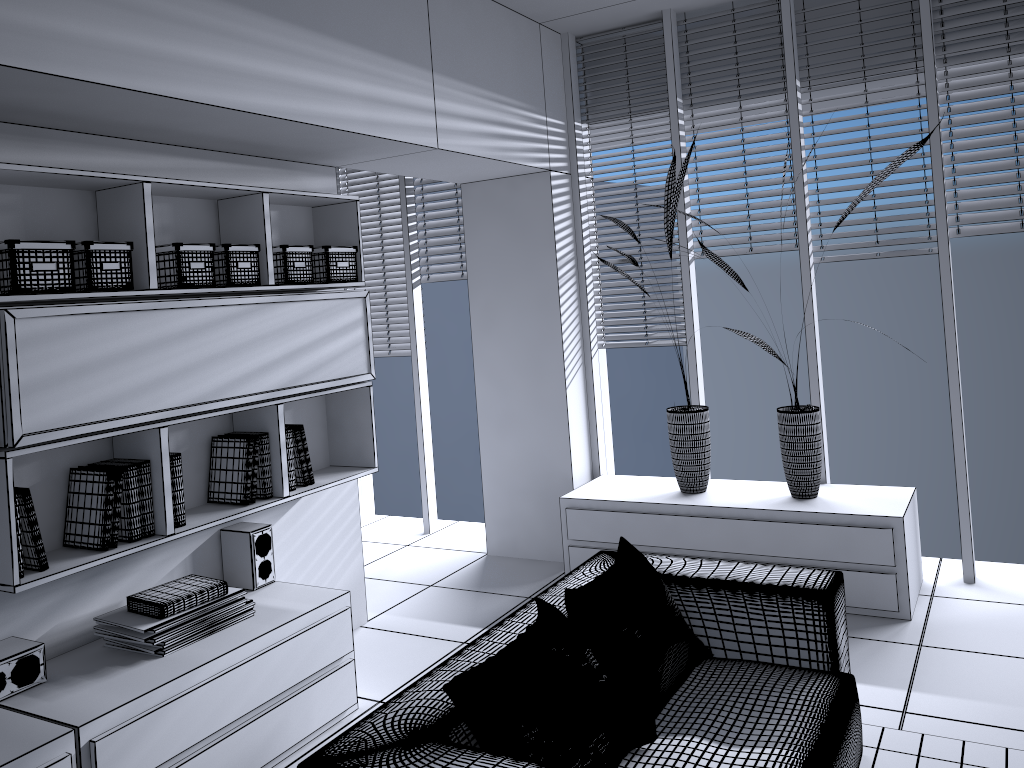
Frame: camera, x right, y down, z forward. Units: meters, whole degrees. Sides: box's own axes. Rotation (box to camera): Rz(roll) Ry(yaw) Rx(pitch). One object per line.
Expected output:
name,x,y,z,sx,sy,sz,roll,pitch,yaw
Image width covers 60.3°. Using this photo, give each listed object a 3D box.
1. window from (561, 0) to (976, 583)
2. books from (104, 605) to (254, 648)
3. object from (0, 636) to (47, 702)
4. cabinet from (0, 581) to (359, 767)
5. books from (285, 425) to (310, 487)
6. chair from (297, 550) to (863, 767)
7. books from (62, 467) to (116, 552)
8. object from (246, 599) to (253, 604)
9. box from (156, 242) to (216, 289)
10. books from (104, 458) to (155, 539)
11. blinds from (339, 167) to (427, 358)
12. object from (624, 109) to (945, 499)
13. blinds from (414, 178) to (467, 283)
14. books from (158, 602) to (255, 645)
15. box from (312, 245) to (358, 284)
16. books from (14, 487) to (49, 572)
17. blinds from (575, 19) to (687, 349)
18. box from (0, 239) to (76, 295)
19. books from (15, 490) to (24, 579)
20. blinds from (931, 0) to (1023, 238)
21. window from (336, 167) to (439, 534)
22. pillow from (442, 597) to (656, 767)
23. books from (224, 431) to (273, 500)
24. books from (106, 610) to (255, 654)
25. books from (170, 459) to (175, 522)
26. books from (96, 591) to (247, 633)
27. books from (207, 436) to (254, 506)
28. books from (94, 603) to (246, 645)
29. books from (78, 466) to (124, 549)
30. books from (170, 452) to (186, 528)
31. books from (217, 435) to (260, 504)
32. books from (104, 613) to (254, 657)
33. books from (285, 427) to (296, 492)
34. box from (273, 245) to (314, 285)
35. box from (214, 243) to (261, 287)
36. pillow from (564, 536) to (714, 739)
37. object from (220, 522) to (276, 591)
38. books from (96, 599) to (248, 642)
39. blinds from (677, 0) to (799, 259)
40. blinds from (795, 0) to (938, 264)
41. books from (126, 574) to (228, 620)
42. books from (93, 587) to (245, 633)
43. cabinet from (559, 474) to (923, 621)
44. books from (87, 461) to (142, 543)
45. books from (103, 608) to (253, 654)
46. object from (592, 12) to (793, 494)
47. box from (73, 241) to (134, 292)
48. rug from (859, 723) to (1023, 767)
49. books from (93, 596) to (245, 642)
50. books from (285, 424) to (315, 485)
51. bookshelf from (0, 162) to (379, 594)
window,2.804,-0.586,3.885,5.489,3.123,0.100,-2,1,30
books,-1.149,0.826,3.080,0.285,0.008,0.418,-1,7,31
object,-1.585,0.878,2.610,0.176,0.119,0.331,-2,5,30
cabinet,-1.391,1.160,2.515,0.572,0.448,2.285,-2,6,30
books,-0.959,0.302,3.709,0.207,0.260,0.075,-3,0,30
chair,0.360,0.988,2.398,0.957,0.551,1.660,-2,6,30
books,-1.398,0.411,2.916,0.207,0.260,0.075,-3,0,30
object,-1.162,0.809,3.074,0.285,0.008,0.418,-1,7,31
box,-1.251,-0.427,3.246,0.280,0.162,0.180,-2,4,30
books,-1.326,0.393,3.049,0.207,0.258,0.050,-3,0,30
blinds,-0.925,-1.136,6.130,0.634,1.901,0.039,-4,-1,30
object,1.243,-0.359,4.190,1.546,1.863,0.694,-3,1,24
blinds,-0.385,-1.370,5.814,0.635,1.376,0.039,-4,0,30
books,-1.146,0.817,3.086,0.285,0.008,0.418,-1,7,31
box,-0.858,-0.525,3.937,0.280,0.162,0.218,-2,4,30
books,-1.525,0.443,2.713,0.207,0.260,0.075,-3,0,30
blinds,0.709,-1.155,5.159,0.634,1.881,0.057,-4,0,30
box,-1.536,-0.356,2.745,0.280,0.162,0.213,-2,4,30
books,-1.558,0.451,2.658,0.207,0.258,0.050,-3,0,30
blinds,2.367,-1.408,4.208,0.635,1.376,0.039,-4,0,30
window,-0.925,-0.534,6.050,0.686,3.125,0.100,-4,-1,30
pillow,0.106,0.837,2.211,0.339,0.388,0.571,-3,4,27
books,-1.053,0.324,3.530,0.207,0.258,0.050,-3,0,30
books,-1.146,0.845,3.087,0.285,0.008,0.418,-1,7,31
books,-1.287,0.384,3.126,0.207,0.258,0.050,-3,0,30
books,-1.166,0.771,3.057,0.285,0.008,0.418,-1,7,31
books,-1.098,0.337,3.443,0.207,0.260,0.075,-3,0,30
books,-1.169,0.809,3.052,0.285,0.008,0.418,-1,7,31
books,-1.382,0.407,2.944,0.207,0.260,0.075,-3,0,29
books,-1.266,0.378,3.172,0.207,0.258,0.050,-3,0,30
books,-1.083,0.333,3.470,0.207,0.260,0.075,-3,0,29
books,-1.149,0.855,3.081,0.285,0.008,0.418,-1,7,31
books,-0.992,0.310,3.654,0.207,0.258,0.050,-3,0,30
box,-0.991,-0.492,3.703,0.280,0.162,0.180,-2,4,30
box,-1.141,-0.455,3.440,0.280,0.162,0.180,-2,4,30
pillow,0.391,0.743,2.715,0.299,0.397,0.570,-3,4,27
object,-1.059,0.690,3.543,0.176,0.231,0.120,-3,1,30
books,-1.166,0.799,3.058,0.285,0.008,0.418,-1,7,31
blinds,1.250,-1.390,4.845,0.635,1.365,0.051,-4,0,30
blinds,1.813,-1.317,4.524,0.635,1.355,0.057,-4,0,30
books,-1.151,0.731,3.037,0.207,0.050,0.260,0,7,35
books,-1.182,0.763,3.045,0.285,0.008,0.418,-1,7,31
cabinet,1.127,0.779,4.478,1.671,0.449,0.601,-1,5,30
books,-1.352,0.399,3.004,0.207,0.258,0.050,-3,0,30
books,-1.162,0.837,3.075,0.285,0.008,0.418,-1,7,31
object,0.909,-0.952,4.740,0.496,2.985,1.423,-4,0,-31
box,-1.424,-0.384,2.943,0.280,0.162,0.175,-2,4,30
rug,0.433,1.289,2.127,1.794,0.001,2.247,-1,7,30
books,-1.182,0.792,3.046,0.285,0.008,0.418,-1,7,31
books,-0.942,0.298,3.736,0.207,0.260,0.075,-3,0,30
bookshelf,-1.463,-0.052,2.842,0.326,1.249,2.836,-4,4,30
